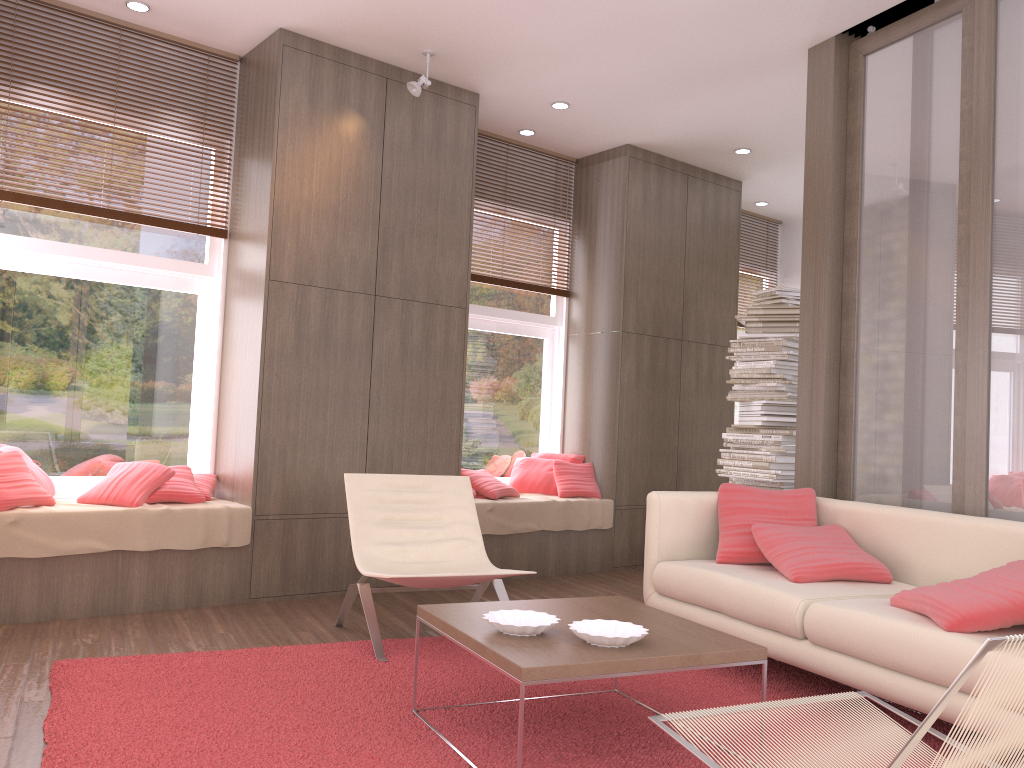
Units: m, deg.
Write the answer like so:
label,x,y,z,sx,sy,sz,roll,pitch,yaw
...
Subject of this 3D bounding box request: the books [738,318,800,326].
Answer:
label,x,y,z,sx,sy,sz,roll,pitch,yaw
books,1.795,-0.431,6.136,0.412,0.019,0.259,1,-3,25

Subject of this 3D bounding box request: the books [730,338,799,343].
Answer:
label,x,y,z,sx,sy,sz,roll,pitch,yaw
books,1.764,-0.288,6.153,0.392,0.015,0.306,0,-4,44

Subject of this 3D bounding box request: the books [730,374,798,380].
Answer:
label,x,y,z,sx,sy,sz,roll,pitch,yaw
books,1.756,-0.046,6.146,0.379,0.028,0.297,0,-4,40

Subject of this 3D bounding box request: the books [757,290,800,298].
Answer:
label,x,y,z,sx,sy,sz,roll,pitch,yaw
books,1.840,-0.606,6.119,0.193,0.029,0.260,3,-3,-10

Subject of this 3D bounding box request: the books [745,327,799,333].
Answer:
label,x,y,z,sx,sy,sz,roll,pitch,yaw
books,1.821,-0.363,6.146,0.371,0.036,0.211,1,-3,25

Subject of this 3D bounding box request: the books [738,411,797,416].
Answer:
label,x,y,z,sx,sy,sz,roll,pitch,yaw
books,1.791,0.205,6.073,0.323,0.020,0.484,3,-3,-5

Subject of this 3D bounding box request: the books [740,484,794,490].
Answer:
label,x,y,z,sx,sy,sz,roll,pitch,yaw
books,1.733,0.708,6.030,0.396,0.033,0.310,0,-4,44

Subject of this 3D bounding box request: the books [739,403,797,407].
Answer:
label,x,y,z,sx,sy,sz,roll,pitch,yaw
books,1.803,0.152,6.098,0.345,0.010,0.443,3,-3,-5

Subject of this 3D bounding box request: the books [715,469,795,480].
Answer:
label,x,y,z,sx,sy,sz,roll,pitch,yaw
books,1.753,0.621,6.092,0.399,0.028,0.612,4,-3,-25

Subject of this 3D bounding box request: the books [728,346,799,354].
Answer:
label,x,y,z,sx,sy,sz,roll,pitch,yaw
books,1.757,-0.226,6.151,0.401,0.035,0.315,0,-4,44

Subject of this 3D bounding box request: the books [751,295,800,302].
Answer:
label,x,y,z,sx,sy,sz,roll,pitch,yaw
books,1.830,-0.583,6.128,0.202,0.015,0.303,4,-3,-25

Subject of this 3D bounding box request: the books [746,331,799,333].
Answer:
label,x,y,z,sx,sy,sz,roll,pitch,yaw
books,1.813,-0.342,6.107,0.351,0.010,0.284,1,-3,25

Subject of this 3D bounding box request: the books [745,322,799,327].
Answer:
label,x,y,z,sx,sy,sz,roll,pitch,yaw
books,1.822,-0.400,6.148,0.371,0.036,0.211,1,-3,25

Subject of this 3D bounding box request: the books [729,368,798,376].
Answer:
label,x,y,z,sx,sy,sz,roll,pitch,yaw
books,1.755,-0.078,6.160,0.297,0.039,0.379,4,-3,-30

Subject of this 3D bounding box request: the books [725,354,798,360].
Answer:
label,x,y,z,sx,sy,sz,roll,pitch,yaw
books,1.766,-0.175,6.147,0.470,0.022,0.306,0,-4,44

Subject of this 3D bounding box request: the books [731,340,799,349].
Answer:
label,x,y,z,sx,sy,sz,roll,pitch,yaw
books,1.786,-0.261,6.155,0.416,0.035,0.323,0,-4,44

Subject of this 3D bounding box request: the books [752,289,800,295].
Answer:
label,x,y,z,sx,sy,sz,roll,pitch,yaw
books,1.831,-0.626,6.115,0.216,0.008,0.277,4,-3,-25

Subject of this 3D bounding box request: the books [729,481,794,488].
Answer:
label,x,y,z,sx,sy,sz,roll,pitch,yaw
books,1.735,0.682,6.039,0.405,0.018,0.300,0,-4,44

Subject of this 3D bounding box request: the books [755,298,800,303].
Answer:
label,x,y,z,sx,sy,sz,roll,pitch,yaw
books,1.843,-0.568,6.117,0.183,0.010,0.258,5,-4,-40

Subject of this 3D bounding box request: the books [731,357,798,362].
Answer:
label,x,y,z,sx,sy,sz,roll,pitch,yaw
books,1.773,-0.159,6.103,0.416,0.012,0.324,0,-4,44

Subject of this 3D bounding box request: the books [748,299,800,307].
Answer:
label,x,y,z,sx,sy,sz,roll,pitch,yaw
books,1.825,-0.550,6.138,0.198,0.023,0.327,4,-3,-25

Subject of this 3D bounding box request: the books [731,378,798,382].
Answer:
label,x,y,z,sx,sy,sz,roll,pitch,yaw
books,1.754,-0.028,6.140,0.395,0.009,0.233,0,-4,40

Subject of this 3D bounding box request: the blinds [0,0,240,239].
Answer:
label,x,y,z,sx,sy,sz,roll,pitch,yaw
blinds,-2.250,-1.499,5.024,1.373,1.142,0.042,5,-4,-38

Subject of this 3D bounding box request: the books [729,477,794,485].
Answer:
label,x,y,z,sx,sy,sz,roll,pitch,yaw
books,1.735,0.660,6.033,0.396,0.024,0.310,0,-4,44

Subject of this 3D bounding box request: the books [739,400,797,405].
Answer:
label,x,y,z,sx,sy,sz,roll,pitch,yaw
books,1.797,0.134,6.069,0.326,0.018,0.500,3,-3,-5

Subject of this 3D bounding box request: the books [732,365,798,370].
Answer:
label,x,y,z,sx,sy,sz,roll,pitch,yaw
books,1.773,-0.107,6.145,0.287,0.020,0.388,4,-3,-30

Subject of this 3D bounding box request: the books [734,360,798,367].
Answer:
label,x,y,z,sx,sy,sz,roll,pitch,yaw
books,1.781,-0.131,6.123,0.297,0.028,0.379,4,-3,-30

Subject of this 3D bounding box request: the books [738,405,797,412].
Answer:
label,x,y,z,sx,sy,sz,roll,pitch,yaw
books,1.782,0.176,6.108,0.308,0.036,0.417,3,-3,-5

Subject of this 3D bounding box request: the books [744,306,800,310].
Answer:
label,x,y,z,sx,sy,sz,roll,pitch,yaw
books,1.814,-0.509,6.117,0.366,0.012,0.287,1,-3,25

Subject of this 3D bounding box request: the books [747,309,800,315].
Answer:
label,x,y,z,sx,sy,sz,roll,pitch,yaw
books,1.822,-0.482,6.118,0.351,0.036,0.275,1,-3,25

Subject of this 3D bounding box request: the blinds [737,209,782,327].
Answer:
label,x,y,z,sx,sy,sz,roll,pitch,yaw
blinds,2.146,-1.126,8.518,1.373,1.138,0.042,5,-4,-38

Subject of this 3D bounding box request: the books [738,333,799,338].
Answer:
label,x,y,z,sx,sy,sz,roll,pitch,yaw
books,1.792,-0.324,6.126,0.404,0.026,0.266,1,-3,25

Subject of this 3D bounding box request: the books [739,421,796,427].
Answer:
label,x,y,z,sx,sy,sz,roll,pitch,yaw
books,1.785,0.277,6.094,0.322,0.030,0.435,3,-3,-5

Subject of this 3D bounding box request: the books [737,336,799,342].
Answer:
label,x,y,z,sx,sy,sz,roll,pitch,yaw
books,1.808,-0.302,6.138,0.416,0.015,0.245,0,-4,44

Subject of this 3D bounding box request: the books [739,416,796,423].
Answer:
label,x,y,z,sx,sy,sz,roll,pitch,yaw
books,1.789,0.244,6.051,0.317,0.030,0.524,3,-3,-5

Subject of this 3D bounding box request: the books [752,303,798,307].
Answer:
label,x,y,z,sx,sy,sz,roll,pitch,yaw
books,1.828,-0.527,6.120,0.272,0.023,0.201,0,-4,44

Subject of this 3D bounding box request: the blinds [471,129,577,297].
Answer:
label,x,y,z,sx,sy,sz,roll,pitch,yaw
blinds,-0.049,-1.313,6.773,1.373,1.138,0.042,5,-4,-38

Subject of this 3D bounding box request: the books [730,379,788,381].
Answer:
label,x,y,z,sx,sy,sz,roll,pitch,yaw
books,1.742,-0.019,6.146,0.368,0.009,0.262,0,-4,40

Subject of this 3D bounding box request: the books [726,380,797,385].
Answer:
label,x,y,z,sx,sy,sz,roll,pitch,yaw
books,1.760,-0.005,6.127,0.467,0.020,0.283,0,-4,40

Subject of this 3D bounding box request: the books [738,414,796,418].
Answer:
label,x,y,z,sx,sy,sz,roll,pitch,yaw
books,1.772,0.223,6.107,0.294,0.013,0.413,3,-3,-5

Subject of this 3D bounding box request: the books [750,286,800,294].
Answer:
label,x,y,z,sx,sy,sz,roll,pitch,yaw
books,1.830,-0.637,6.135,0.204,0.014,0.313,4,-3,-25

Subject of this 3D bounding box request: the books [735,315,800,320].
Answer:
label,x,y,z,sx,sy,sz,roll,pitch,yaw
books,1.788,-0.452,6.147,0.435,0.019,0.248,1,-3,25

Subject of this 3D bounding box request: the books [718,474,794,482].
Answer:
label,x,y,z,sx,sy,sz,roll,pitch,yaw
books,1.743,0.642,6.034,0.423,0.016,0.542,4,-3,-25

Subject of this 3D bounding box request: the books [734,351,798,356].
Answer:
label,x,y,z,sx,sy,sz,roll,pitch,yaw
books,1.808,-0.197,6.116,0.434,0.019,0.324,0,-4,44

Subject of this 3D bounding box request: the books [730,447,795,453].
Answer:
label,x,y,z,sx,sy,sz,roll,pitch,yaw
books,1.798,0.454,6.066,0.320,0.020,0.542,4,-3,-25
